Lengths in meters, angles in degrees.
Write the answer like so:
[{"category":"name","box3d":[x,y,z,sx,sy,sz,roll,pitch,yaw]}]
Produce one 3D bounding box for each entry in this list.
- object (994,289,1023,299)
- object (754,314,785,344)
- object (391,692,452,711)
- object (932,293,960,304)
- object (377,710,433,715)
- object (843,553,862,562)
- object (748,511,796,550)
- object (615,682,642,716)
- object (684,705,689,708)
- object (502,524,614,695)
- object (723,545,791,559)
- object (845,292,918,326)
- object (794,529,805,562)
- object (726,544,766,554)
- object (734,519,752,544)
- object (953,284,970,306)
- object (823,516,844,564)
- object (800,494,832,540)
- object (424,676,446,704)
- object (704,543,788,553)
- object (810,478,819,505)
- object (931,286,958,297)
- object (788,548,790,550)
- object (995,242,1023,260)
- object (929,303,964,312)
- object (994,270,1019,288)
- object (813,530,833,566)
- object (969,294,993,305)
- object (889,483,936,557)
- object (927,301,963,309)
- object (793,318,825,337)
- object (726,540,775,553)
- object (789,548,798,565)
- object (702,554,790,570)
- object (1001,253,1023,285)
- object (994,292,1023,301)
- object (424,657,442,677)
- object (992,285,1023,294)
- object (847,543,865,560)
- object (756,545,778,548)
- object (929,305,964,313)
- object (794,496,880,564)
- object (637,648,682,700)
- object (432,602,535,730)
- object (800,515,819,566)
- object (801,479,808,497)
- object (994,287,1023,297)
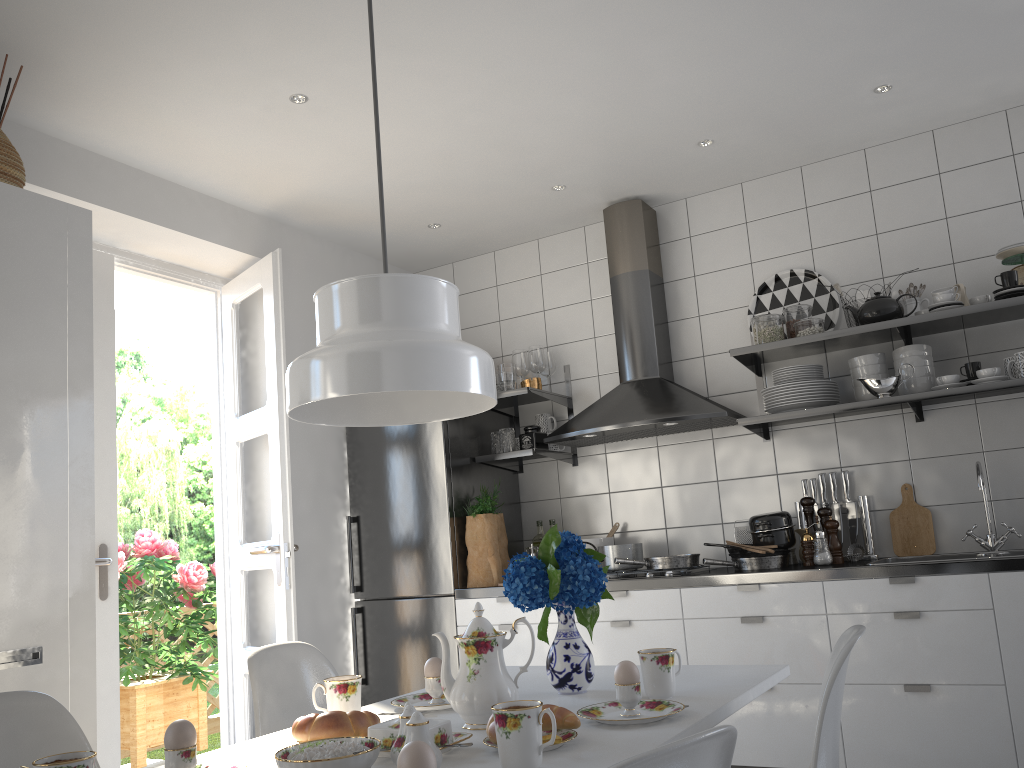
[{"category":"object","box3d":[1.799,-0.312,3.181,0.121,0.021,0.121,-12,-13,34]},{"category":"object","box3d":[1.062,-0.213,3.644,0.121,0.129,0.122,-7,-10,15]},{"category":"object","box3d":[-0.166,0.699,1.951,0.201,0.015,0.201,-12,-13,34]},{"category":"object","box3d":[1.614,-0.305,3.304,0.079,0.049,0.082,-5,-10,3]},{"category":"object","box3d":[-0.223,0.689,1.859,0.140,0.011,0.032,-11,-12,33]},{"category":"object","box3d":[1.361,0.692,3.539,0.072,0.031,0.070,-10,-12,29]},{"category":"object","box3d":[1.048,0.595,3.575,0.190,0.158,0.198,-3,-10,-9]},{"category":"object","box3d":[0.218,0.585,1.648,0.048,0.057,0.048,-1,-10,-19]},{"category":"object","box3d":[0.277,0.626,1.735,0.140,0.011,0.032,-11,-12,33]},{"category":"object","box3d":[0.111,0.506,2.009,0.266,0.374,0.237,-10,-11,31]},{"category":"object","box3d":[0.948,0.678,3.557,0.347,0.081,0.245,-1,-11,-18]},{"category":"object","box3d":[1.429,-0.287,3.433,0.178,0.141,0.201,-1,-10,-18]},{"category":"object","box3d":[1.236,0.662,3.632,0.115,0.144,0.128,-1,-10,-21]},{"category":"object","box3d":[0.919,0.651,3.501,0.064,0.044,0.337,-4,-11,-4]},{"category":"object","box3d":[1.012,0.686,3.819,0.101,0.200,0.081,-8,-9,20]},{"category":"object","box3d":[1.737,-0.311,3.459,0.116,0.151,0.128,2,-11,-33]},{"category":"object","box3d":[1.251,0.607,3.449,0.058,0.183,0.059,1,-10,-31]},{"category":"object","box3d":[1.225,0.576,3.540,0.124,0.281,0.061,-11,-11,34]},{"category":"object","box3d":[-0.168,0.673,1.955,0.048,0.057,0.048,-1,-10,-19]},{"category":"object","box3d":[0.958,0.663,3.552,0.247,0.080,0.357,-12,-13,37]},{"category":"object","box3d":[1.277,0.455,3.740,0.028,0.114,0.019,-9,-9,25]},{"category":"object","box3d":[1.612,-0.334,3.309,0.078,0.067,0.083,5,-14,-45]},{"category":"object","box3d":[1.128,0.675,3.808,0.081,0.200,0.101,3,-12,-40]},{"category":"object","box3d":[1.929,-0.501,3.367,0.163,0.046,0.165,-3,-11,-11]},{"category":"object","box3d":[1.619,-0.275,3.300,0.121,0.021,0.121,-12,-13,34]},{"category":"object","box3d":[1.789,-0.363,3.194,0.055,0.078,0.071,3,-12,-39]},{"category":"object","box3d":[1.189,0.628,3.405,0.069,0.134,0.069,-6,-9,10]},{"category":"object","box3d":[1.746,-0.297,3.297,0.080,0.047,0.083,-14,-14,42]},{"category":"object","box3d":[1.609,0.547,3.576,0.158,0.292,0.047,-10,-10,30]},{"category":"object","box3d":[1.615,-0.285,3.303,0.121,0.024,0.121,-9,-12,25]},{"category":"object","box3d":[1.195,-0.214,3.555,0.121,0.079,0.122,-7,-10,15]},{"category":"object","box3d":[0.934,0.643,3.504,0.059,0.060,0.336,-2,-11,-12]},{"category":"object","box3d":[1.157,0.719,3.696,0.066,0.067,0.053,-3,-9,-9]},{"category":"object","box3d":[0.944,0.719,3.581,0.351,0.060,0.233,-6,-11,8]},{"category":"object","box3d":[1.938,-0.379,3.337,0.159,0.207,0.186,-10,-11,29]},{"category":"object","box3d":[1.800,-0.303,3.179,0.121,0.021,0.122,-6,-11,7]},{"category":"object","box3d":[-0.171,0.636,1.960,0.048,0.062,0.048,-11,-11,33]},{"category":"object","box3d":[1.796,-0.330,3.184,0.121,0.023,0.122,-1,-11,-19]},{"category":"object","box3d":[1.399,0.681,3.595,0.070,0.068,0.029,-11,-11,34]},{"category":"object","box3d":[0.966,0.656,3.526,0.065,0.021,0.338,-3,-11,-7]},{"category":"object","box3d":[1.619,-0.266,3.299,0.121,0.021,0.121,-12,-13,34]},{"category":"object","box3d":[1.341,0.608,3.686,0.323,0.259,0.067,-10,-10,29]},{"category":"object","box3d":[0.305,0.600,1.837,0.078,0.095,0.091,-9,-10,23]},{"category":"object","box3d":[-0.051,0.533,1.694,0.140,0.229,0.150,4,-12,-41]},{"category":"object","box3d":[1.171,0.613,3.472,0.081,0.191,0.058,-8,-9,19]},{"category":"object","box3d":[1.247,0.461,3.757,0.028,0.114,0.019,-9,-9,25]},{"category":"object","box3d":[1.799,-0.322,3.181,0.121,0.023,0.122,1,-12,-28]}]
